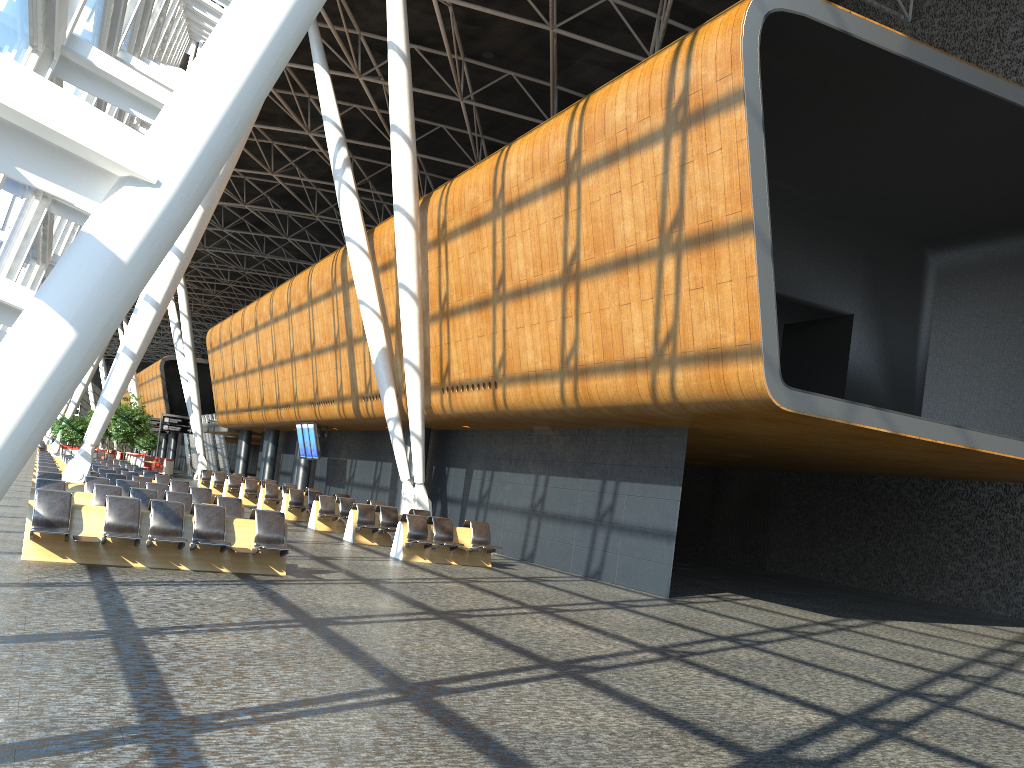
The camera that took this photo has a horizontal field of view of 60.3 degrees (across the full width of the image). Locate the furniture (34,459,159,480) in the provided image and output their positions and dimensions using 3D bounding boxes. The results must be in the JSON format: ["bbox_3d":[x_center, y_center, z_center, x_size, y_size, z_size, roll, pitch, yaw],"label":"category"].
[{"bbox_3d":[-11.762,2.749,25.062,3.273,0.866,1.658,10,-6,-28],"label":"furniture"}]

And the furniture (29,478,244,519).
[{"bbox_3d":[-6.103,2.154,14.495,3.273,0.866,1.658,10,-6,-28],"label":"furniture"}]

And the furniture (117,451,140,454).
[{"bbox_3d":[-27.128,5.299,62.109,0.886,1.004,2.853,6,-6,15],"label":"furniture"}]

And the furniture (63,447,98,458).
[{"bbox_3d":[-23.155,4.006,47.447,2.814,1.006,0.897,3,-5,29],"label":"furniture"}]

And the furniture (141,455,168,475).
[{"bbox_3d":[-21.552,4.798,52.404,2.814,1.006,0.897,3,-5,29],"label":"furniture"}]

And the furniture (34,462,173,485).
[{"bbox_3d":[-10.347,2.600,22.420,3.273,0.866,1.658,10,-6,-28],"label":"furniture"}]

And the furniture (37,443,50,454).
[{"bbox_3d":[-34.572,5.149,67.657,3.273,0.866,1.658,10,-6,-28],"label":"furniture"}]

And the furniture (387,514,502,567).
[{"bbox_3d":[-1.344,3.070,17.340,1.909,0.866,1.658,10,-6,-28],"label":"furniture"}]

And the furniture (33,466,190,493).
[{"bbox_3d":[-8.933,2.451,19.778,3.273,0.866,1.658,10,-6,-28],"label":"furniture"}]

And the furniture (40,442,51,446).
[{"bbox_3d":[-37.401,5.447,72.941,3.273,0.866,1.658,10,-6,-28],"label":"furniture"}]

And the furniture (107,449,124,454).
[{"bbox_3d":[-41.130,7.256,91.638,1.909,0.866,1.658,10,-6,-28],"label":"furniture"}]

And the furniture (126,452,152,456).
[{"bbox_3d":[-25.087,5.170,59.004,2.814,1.006,0.897,3,-5,29],"label":"furniture"}]

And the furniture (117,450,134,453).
[{"bbox_3d":[-36.886,6.809,83.712,1.909,0.866,1.658,10,-6,-28],"label":"furniture"}]

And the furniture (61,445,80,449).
[{"bbox_3d":[-26.689,4.378,54.047,2.814,1.006,0.897,3,-5,29],"label":"furniture"}]

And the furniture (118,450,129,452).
[{"bbox_3d":[-38.301,6.958,86.354,1.909,0.866,1.658,10,-6,-28],"label":"furniture"}]

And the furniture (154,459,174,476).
[{"bbox_3d":[-19.730,4.737,50.082,0.892,1.004,2.834,8,-6,-15],"label":"furniture"}]

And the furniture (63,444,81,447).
[{"bbox_3d":[-31.831,5.020,64.481,0.886,1.004,2.853,6,-6,15],"label":"furniture"}]

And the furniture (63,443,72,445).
[{"bbox_3d":[-45.889,6.340,88.792,3.273,0.866,1.658,10,-6,-28],"label":"furniture"}]

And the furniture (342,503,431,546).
[{"bbox_3d":[-2.759,3.218,19.982,1.909,0.866,1.658,10,-6,-28],"label":"furniture"}]

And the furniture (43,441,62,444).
[{"bbox_3d":[-44.475,6.191,86.151,3.273,0.866,1.658,10,-6,-28],"label":"furniture"}]

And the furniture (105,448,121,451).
[{"bbox_3d":[-42.545,7.405,94.279,1.909,0.866,1.658,10,-6,-28],"label":"furniture"}]

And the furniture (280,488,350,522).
[{"bbox_3d":[-5.588,3.516,25.265,1.909,0.866,1.658,10,-6,-28],"label":"furniture"}]

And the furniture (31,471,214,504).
[{"bbox_3d":[-7.518,2.302,17.136,3.273,0.866,1.658,10,-6,-28],"label":"furniture"}]

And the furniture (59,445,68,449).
[{"bbox_3d":[-28.512,4.439,56.369,0.892,1.004,2.834,8,-6,-15],"label":"furniture"}]

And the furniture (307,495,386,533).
[{"bbox_3d":[-4.174,3.367,22.624,1.909,0.866,1.658,10,-6,-28],"label":"furniture"}]

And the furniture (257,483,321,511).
[{"bbox_3d":[-7.003,3.665,27.907,1.909,0.866,1.658,10,-6,-28],"label":"furniture"}]

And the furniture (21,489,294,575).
[{"bbox_3d":[-4.689,2.005,11.853,3.273,0.866,1.658,10,-6,-28],"label":"furniture"}]

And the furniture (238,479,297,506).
[{"bbox_3d":[-8.418,3.814,30.549,1.909,0.866,1.658,10,-6,-28],"label":"furniture"}]

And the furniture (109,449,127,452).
[{"bbox_3d":[-39.716,7.107,88.996,1.909,0.866,1.658,10,-6,-28],"label":"furniture"}]

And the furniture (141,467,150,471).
[{"bbox_3d":[-19.963,4.734,48.002,0.444,0.459,0.443,8,-4,-15],"label":"furniture"}]

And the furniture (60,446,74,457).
[{"bbox_3d":[-24.977,4.068,49.769,0.892,1.004,2.834,8,-6,-15],"label":"furniture"}]

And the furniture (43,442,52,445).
[{"bbox_3d":[-38.816,5.595,75.583,3.273,0.866,1.658,10,-6,-28],"label":"furniture"}]
